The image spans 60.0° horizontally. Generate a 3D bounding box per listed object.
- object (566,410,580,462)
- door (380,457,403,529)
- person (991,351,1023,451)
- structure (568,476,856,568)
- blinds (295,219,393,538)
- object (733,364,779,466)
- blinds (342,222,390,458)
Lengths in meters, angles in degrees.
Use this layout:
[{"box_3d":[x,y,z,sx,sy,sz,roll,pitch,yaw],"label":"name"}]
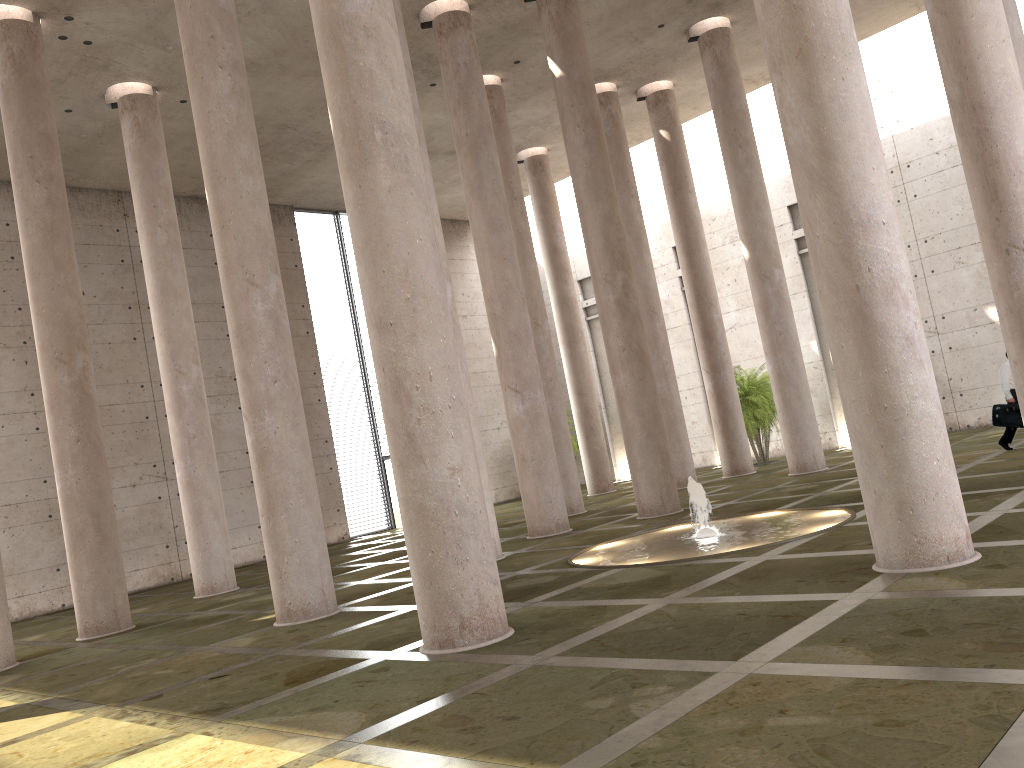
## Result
[{"box_3d":[1.344,2.360,31.340,2.333,3.247,2.483,-6,-6,-43],"label":"object"},{"box_3d":[-3.493,3.436,28.836,0.761,2.300,2.132,-13,-5,23],"label":"door"},{"box_3d":[9.031,0.261,16.029,0.898,1.851,0.001,-15,-6,43],"label":"person"},{"box_3d":[2.660,1.884,12.280,3.913,1.279,3.916,-12,-5,16],"label":"structure"},{"box_3d":[-5.362,-0.316,28.039,0.202,10.110,1.676,-15,-6,43],"label":"blinds"},{"box_3d":[7.019,0.919,25.796,2.151,3.126,2.290,-13,-5,26],"label":"object"},{"box_3d":[-4.308,-1.534,29.377,0.202,7.905,1.676,-15,-6,43],"label":"blinds"}]
